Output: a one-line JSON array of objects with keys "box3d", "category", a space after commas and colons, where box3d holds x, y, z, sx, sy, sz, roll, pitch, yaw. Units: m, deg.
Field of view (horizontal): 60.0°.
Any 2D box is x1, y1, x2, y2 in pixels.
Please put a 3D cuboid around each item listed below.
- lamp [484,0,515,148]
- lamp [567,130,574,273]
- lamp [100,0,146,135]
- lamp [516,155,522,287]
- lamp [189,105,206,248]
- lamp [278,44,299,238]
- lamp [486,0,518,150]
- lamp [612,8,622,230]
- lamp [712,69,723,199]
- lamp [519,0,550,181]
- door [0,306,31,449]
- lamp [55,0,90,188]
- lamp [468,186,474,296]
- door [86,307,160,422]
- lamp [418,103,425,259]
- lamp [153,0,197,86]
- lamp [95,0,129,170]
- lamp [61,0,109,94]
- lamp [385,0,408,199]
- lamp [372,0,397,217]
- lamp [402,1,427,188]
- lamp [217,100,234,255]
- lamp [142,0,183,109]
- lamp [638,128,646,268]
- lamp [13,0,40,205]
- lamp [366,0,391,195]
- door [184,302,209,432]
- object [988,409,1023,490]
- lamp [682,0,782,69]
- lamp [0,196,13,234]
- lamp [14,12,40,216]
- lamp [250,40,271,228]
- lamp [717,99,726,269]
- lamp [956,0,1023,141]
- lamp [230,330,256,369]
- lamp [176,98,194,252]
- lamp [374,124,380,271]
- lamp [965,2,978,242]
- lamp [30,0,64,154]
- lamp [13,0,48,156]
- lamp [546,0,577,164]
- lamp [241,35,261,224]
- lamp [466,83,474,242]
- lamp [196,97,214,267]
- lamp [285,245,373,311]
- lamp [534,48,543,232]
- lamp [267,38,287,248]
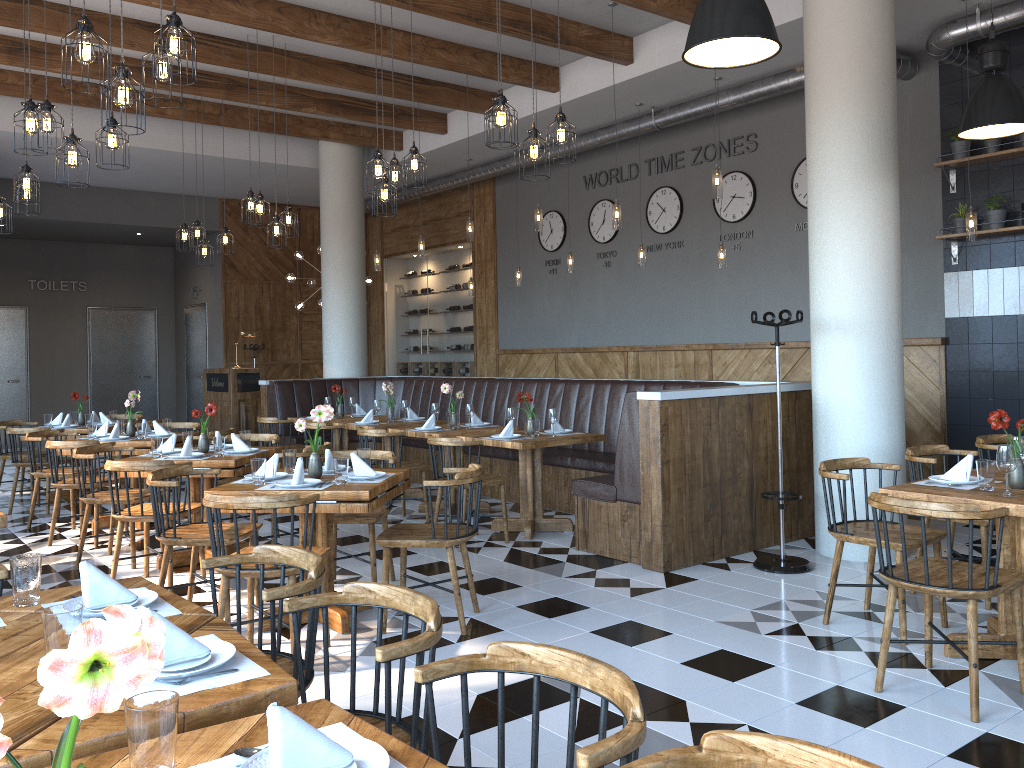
[{"box3d": [-0.095, -2.495, 5.419, 0.175, 2.071, 0.175, -1, 0, -20], "category": "lamp"}, {"box3d": [0.671, -2.290, 10.459, 0.078, 1.964, 0.078, -1, 0, -3], "category": "lamp"}, {"box3d": [-1.778, -2.180, 4.015, 0.175, 2.071, 0.175, -2, -1, 38], "category": "lamp"}, {"box3d": [0.068, -2.219, 11.240, 0.078, 1.964, 0.078, -2, -1, 38], "category": "lamp"}, {"box3d": [-3.584, -2.583, 10.052, 0.175, 2.071, 0.175, -1, 0, 6], "category": "lamp"}, {"box3d": [-2.177, -2.461, 8.564, 0.175, 2.071, 0.175, -1, 0, 2], "category": "lamp"}, {"box3d": [-0.077, -2.432, 5.210, 0.175, 2.071, 0.175, -1, -1, -31], "category": "lamp"}, {"box3d": [0.899, -2.333, 7.762, 0.078, 1.964, 0.078, -1, 0, 2], "category": "lamp"}, {"box3d": [1.576, -2.423, 6.885, 0.078, 1.964, 0.078, -1, -1, 28], "category": "lamp"}, {"box3d": [0.116, -2.265, 5.311, 0.175, 2.071, 0.175, -1, 0, -20], "category": "lamp"}, {"box3d": [-8.656, -0.107, 14.666, 1.207, 2.394, 0.114, -1, 0, -38], "category": "door"}, {"box3d": [-2.604, -2.205, 5.223, 0.175, 2.071, 0.175, -1, 0, -19], "category": "lamp"}, {"box3d": [-0.573, -2.176, 12.071, 0.078, 1.964, 0.078, -1, 0, -6], "category": "lamp"}, {"box3d": [-6.984, -0.187, 15.960, 1.207, 2.394, 0.114, -1, 0, -38], "category": "door"}, {"box3d": [-1.071, -2.443, 10.307, 0.078, 1.964, 0.078, -2, -1, 38], "category": "lamp"}, {"box3d": [-1.552, -2.417, 4.037, 0.175, 2.071, 0.175, -2, -1, 38], "category": "lamp"}, {"box3d": [-2.434, -2.344, 5.363, 0.175, 2.071, 0.175, -2, -1, 38], "category": "lamp"}, {"box3d": [-1.849, -2.302, 3.805, 0.175, 2.071, 0.175, -1, 0, 5], "category": "lamp"}, {"box3d": [-0.917, -2.469, 6.805, 0.175, 2.071, 0.175, -1, 0, 12], "category": "lamp"}, {"box3d": [-0.966, -2.287, 6.595, 0.175, 2.071, 0.175, -1, 0, 23], "category": "lamp"}, {"box3d": [-0.754, -2.525, 6.677, 0.175, 2.071, 0.175, -1, 0, 23], "category": "lamp"}, {"box3d": [-3.227, -2.486, 9.922, 0.175, 2.071, 0.175, -1, 0, -27], "category": "lamp"}, {"box3d": [-1.675, -2.363, 4.204, 0.175, 2.071, 0.175, -1, 0, 27], "category": "lamp"}, {"box3d": [1.380, -2.239, 9.544, 0.078, 1.964, 0.078, -1, -1, -30], "category": "lamp"}, {"box3d": [-3.871, -2.472, 7.040, 0.175, 2.071, 0.175, -1, -1, -43], "category": "lamp"}, {"box3d": [-0.980, -2.410, 6.375, 0.175, 2.071, 0.175, -1, 0, -10], "category": "lamp"}, {"box3d": [-5.557, -0.203, 15.568, 0.114, 2.394, 1.206, -1, 0, -38], "category": "door"}, {"box3d": [2.296, 0.289, 4.035, 0.295, 0.355, 0.166, -2, 0, -32], "category": "object"}, {"box3d": [0.859, -2.254, 3.556, 0.390, 1.865, 0.390, -1, 0, 40], "category": "lamp"}, {"box3d": [-4.098, -2.237, 7.053, 0.175, 2.071, 0.175, -1, -1, -43], "category": "lamp"}, {"box3d": [-3.968, -2.420, 7.224, 0.175, 2.071, 0.175, -2, -1, 36], "category": "lamp"}, {"box3d": [-2.335, -2.487, 8.159, 0.175, 2.071, 0.175, -1, 0, 25], "category": "lamp"}, {"box3d": [2.039, -2.110, 8.695, 0.078, 1.964, 0.078, -1, 0, 2], "category": "lamp"}, {"box3d": [2.685, -2.342, 4.968, 0.390, 1.865, 0.390, -1, 0, 30], "category": "lamp"}, {"box3d": [-3.407, -0.303, 11.217, 0.170, 0.757, 0.445, -1, 0, 28], "category": "lamp"}, {"box3d": [-3.657, -2.518, 9.857, 0.175, 2.071, 0.175, -1, 0, -5], "category": "lamp"}, {"box3d": [-1.713, -2.400, 11.138, 0.078, 1.964, 0.078, -1, 0, -6], "category": "lamp"}, {"box3d": [3.505, -2.079, 6.800, 0.078, 1.964, 0.078, -1, 0, -6], "category": "lamp"}, {"box3d": [-2.813, -2.435, 5.334, 0.175, 2.071, 0.175, -1, 0, -19], "category": "lamp"}, {"box3d": [-2.799, -2.371, 5.126, 0.175, 2.071, 0.175, -1, -1, -30], "category": "lamp"}, {"box3d": [0.283, -2.405, 5.455, 0.175, 2.071, 0.175, -2, -1, 37], "category": "lamp"}, {"box3d": [-2.468, -2.546, 8.321, 0.175, 2.071, 0.175, -2, -1, 36], "category": "lamp"}, {"box3d": [-0.468, -2.514, 9.526, 0.078, 1.964, 0.078, -1, 0, -3], "category": "lamp"}, {"box3d": [-3.439, -2.348, 9.866, 0.175, 2.071, 0.175, -1, 0, 6], "category": "lamp"}, {"box3d": [-2.796, -1.976, 13.609, 1.186, 2.193, 1.161, -1, 0, 14], "category": "lamp"}, {"box3d": [0.240, -2.463, 8.611, 0.078, 1.964, 0.078, -1, 0, -19], "category": "lamp"}, {"box3d": [-2.234, -2.321, 8.349, 0.175, 2.071, 0.175, -2, -1, 36], "category": "lamp"}]
